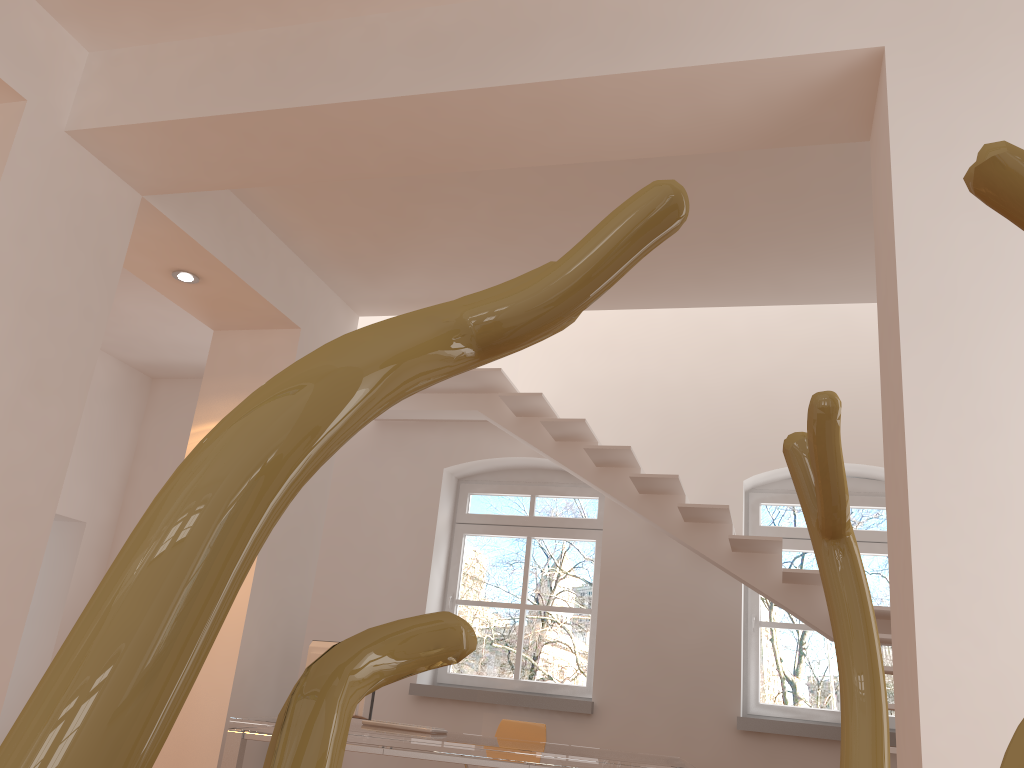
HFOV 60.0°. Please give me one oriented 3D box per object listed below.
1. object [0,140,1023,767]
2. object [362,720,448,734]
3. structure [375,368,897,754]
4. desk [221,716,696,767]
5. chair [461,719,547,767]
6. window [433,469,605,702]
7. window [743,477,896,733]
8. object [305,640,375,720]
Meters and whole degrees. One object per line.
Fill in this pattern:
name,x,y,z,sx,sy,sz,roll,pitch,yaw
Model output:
object,0.163,0.478,0.065,0.284,1.112,0.655,-9,-24,36
object,-0.601,1.916,4.964,0.467,0.031,0.200,-4,-22,26
structure,0.475,1.108,4.616,4.630,3.042,3.450,0,-20,17
desk,-0.241,2.220,4.544,2.239,0.750,1.092,3,-20,7
chair,-0.069,2.505,5.440,0.495,0.829,0.464,-6,-23,31
window,0.102,1.502,6.885,1.308,1.737,0.142,0,-20,17
window,2.299,1.496,6.227,1.308,1.737,0.142,0,-20,17
object,-0.968,1.589,4.733,0.245,0.418,0.516,23,-26,-40
